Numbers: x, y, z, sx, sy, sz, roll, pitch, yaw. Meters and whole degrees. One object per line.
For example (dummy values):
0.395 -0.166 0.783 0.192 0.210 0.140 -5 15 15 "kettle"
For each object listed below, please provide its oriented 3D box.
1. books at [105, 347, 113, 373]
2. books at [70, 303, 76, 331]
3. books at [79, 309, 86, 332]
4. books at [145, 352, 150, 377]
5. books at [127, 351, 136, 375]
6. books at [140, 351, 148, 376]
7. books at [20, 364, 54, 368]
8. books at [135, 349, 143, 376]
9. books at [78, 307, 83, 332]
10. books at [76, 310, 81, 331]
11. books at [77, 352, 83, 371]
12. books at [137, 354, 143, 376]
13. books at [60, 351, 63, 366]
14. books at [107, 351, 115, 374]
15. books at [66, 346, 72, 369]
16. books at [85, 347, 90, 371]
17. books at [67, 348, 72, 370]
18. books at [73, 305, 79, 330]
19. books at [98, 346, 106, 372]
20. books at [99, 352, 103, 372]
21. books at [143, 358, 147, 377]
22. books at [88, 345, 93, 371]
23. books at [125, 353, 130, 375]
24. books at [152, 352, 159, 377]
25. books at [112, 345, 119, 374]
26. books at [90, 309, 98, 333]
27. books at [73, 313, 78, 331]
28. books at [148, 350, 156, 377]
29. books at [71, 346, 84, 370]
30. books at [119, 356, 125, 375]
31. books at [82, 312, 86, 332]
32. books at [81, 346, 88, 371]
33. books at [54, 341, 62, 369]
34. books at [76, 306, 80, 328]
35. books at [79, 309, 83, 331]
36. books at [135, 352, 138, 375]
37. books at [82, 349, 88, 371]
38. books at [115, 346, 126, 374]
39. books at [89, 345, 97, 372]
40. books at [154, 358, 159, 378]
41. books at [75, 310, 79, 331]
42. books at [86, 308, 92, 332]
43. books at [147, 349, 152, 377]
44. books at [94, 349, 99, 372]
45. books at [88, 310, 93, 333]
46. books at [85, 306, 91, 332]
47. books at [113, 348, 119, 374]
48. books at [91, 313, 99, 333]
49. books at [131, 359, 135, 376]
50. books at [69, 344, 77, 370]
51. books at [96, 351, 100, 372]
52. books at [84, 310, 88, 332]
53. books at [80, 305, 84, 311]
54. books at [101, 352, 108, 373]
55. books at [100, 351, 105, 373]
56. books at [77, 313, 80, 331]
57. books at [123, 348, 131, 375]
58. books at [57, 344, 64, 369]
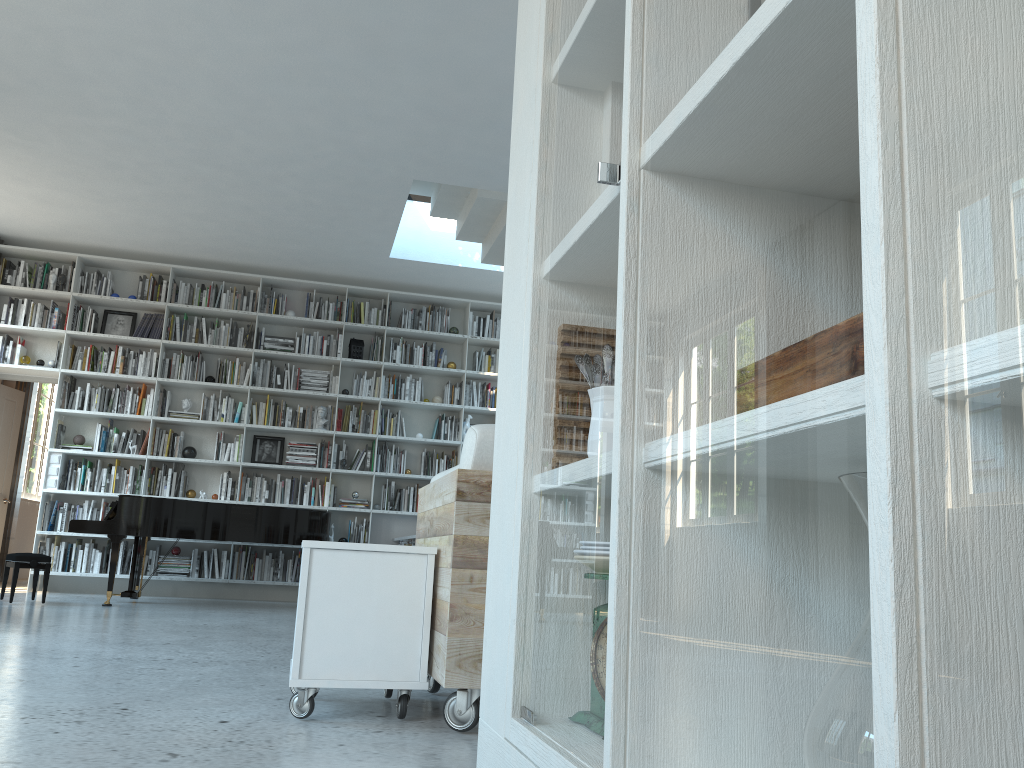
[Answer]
-3.844 -0.200 8.460 0.014 0.272 0.181 5 -11 -13 "books"
-4.164 -0.604 8.444 0.005 0.292 0.184 5 -11 -13 "books"
-4.083 -0.575 8.449 0.004 0.245 0.189 5 -11 -13 "books"
-3.501 -0.161 8.549 0.024 0.265 0.155 5 -11 -13 "books"
-3.650 -0.173 8.513 0.029 0.260 0.158 5 -11 -13 "books"
-3.532 -0.167 8.520 0.022 0.262 0.174 5 -11 -13 "books"
-4.433 -0.152 8.315 0.285 0.012 0.160 5 -12 -11 "books"
-3.579 -0.179 8.516 0.012 0.280 0.188 5 -11 -13 "books"
-4.102 -0.581 8.459 0.009 0.259 0.184 5 -11 -13 "books"
-4.114 -0.568 8.450 0.009 0.228 0.185 5 -11 -13 "books"
-4.069 -0.187 8.388 0.026 0.195 0.176 5 -11 -13 "books"
-3.558 -0.153 8.512 0.030 0.230 0.172 5 -11 -13 "books"
-4.200 -0.218 8.344 0.021 0.224 0.232 5 -11 -13 "books"
-3.816 -0.180 8.468 0.047 0.237 0.162 5 -11 -13 "books"
-4.185 -0.222 8.393 0.012 0.253 0.161 5 -11 -13 "books"
-4.011 -0.207 8.417 0.014 0.252 0.187 5 -11 -13 "books"
-4.167 -0.211 8.386 0.022 0.232 0.151 5 -11 -13 "books"
-4.153 -0.597 8.456 0.006 0.286 0.148 5 -11 -13 "books"
-3.913 -0.208 8.452 0.012 0.276 0.151 5 -11 -13 "books"
-3.899 -0.180 8.438 0.014 0.217 0.164 5 -11 -13 "books"
-3.519 -0.135 8.531 0.013 0.206 0.172 5 -11 -13 "books"
-3.995 -0.219 8.427 0.020 0.280 0.165 5 -11 -13 "books"
-3.668 -0.164 8.492 0.013 0.232 0.172 5 -11 -13 "books"
-3.435 -0.157 8.545 0.035 0.263 0.178 5 -11 -13 "books"
-3.786 -0.208 8.483 0.014 0.303 0.152 5 -11 -13 "books"
-4.000 -0.568 8.481 0.012 0.254 0.167 5 -11 -13 "books"
-4.145 -0.556 8.454 0.015 0.206 0.172 5 -11 -13 "books"
-3.463 -0.172 8.543 0.022 0.289 0.169 5 -11 -13 "books"
-4.116 -0.217 8.407 0.062 0.257 0.153 5 -11 -13 "books"
-3.710 -0.153 8.463 0.029 0.195 0.192 5 -11 -13 "books"
-4.063 -0.558 8.457 0.018 0.218 0.187 5 -11 -13 "books"
-4.053 -0.215 8.414 0.010 0.262 0.151 5 -11 -13 "books"
-4.274 -0.248 8.363 0.012 0.284 0.160 5 -11 -13 "books"
-4.128 -0.590 8.464 0.005 0.277 0.147 5 -11 -13 "books"
-4.095 -0.573 8.469 0.010 0.249 0.166 5 -11 -13 "books"
-3.606 -0.168 8.527 0.035 0.260 0.131 5 -11 -13 "books"
-4.033 -0.198 8.411 0.030 0.229 0.172 5 -11 -13 "books"
-3.737 -0.199 8.469 0.030 0.285 0.185 5 -11 -13 "books"
-3.977 -0.218 8.420 0.011 0.277 0.164 5 -11 -13 "books"
-3.395 -0.128 8.523 0.039 0.202 0.236 5 -11 -13 "books"
-4.135 -0.571 8.460 0.005 0.237 0.154 5 -11 -13 "books"
-4.026 -0.574 8.468 0.023 0.257 0.183 5 -11 -13 "books"
-3.476 -0.177 8.528 0.012 0.290 0.182 5 -11 -13 "books"
-3.954 -0.198 8.440 0.047 0.249 0.134 5 -11 -13 "books"
-4.012 -0.567 8.480 0.011 0.249 0.168 5 -11 -13 "books"
-4.041 -0.585 8.476 0.005 0.280 0.191 5 -11 -13 "books"
-3.764 -0.194 8.466 0.023 0.270 0.187 5 -11 -13 "books"
-3.987 -0.549 8.473 0.012 0.213 0.186 5 -11 -13 "books"
-3.627 -0.135 8.510 0.022 0.185 0.137 5 -11 -13 "books"
-4.148 -0.226 8.384 0.012 0.262 0.180 5 -11 -13 "books"
-3.927 -0.185 8.449 0.012 0.230 0.150 5 -11 -13 "books"
-4.054 -0.568 8.472 0.019 0.243 0.153 5 -11 -13 "books"
-4.124 -0.595 8.469 0.006 0.288 0.144 5 -11 -13 "books"
-3.866 -0.176 8.445 0.031 0.217 0.173 5 -11 -13 "books"
-3.888 -0.182 8.448 0.011 0.228 0.170 5 -11 -13 "books"
-4.106 -0.562 8.440 0.004 0.213 0.187 5 -11 -13 "books"
-3.687 -0.190 8.504 0.025 0.285 0.161 5 -11 -13 "books"
-4.252 -0.234 8.388 0.044 0.268 0.134 5 -11 -13 "books"
